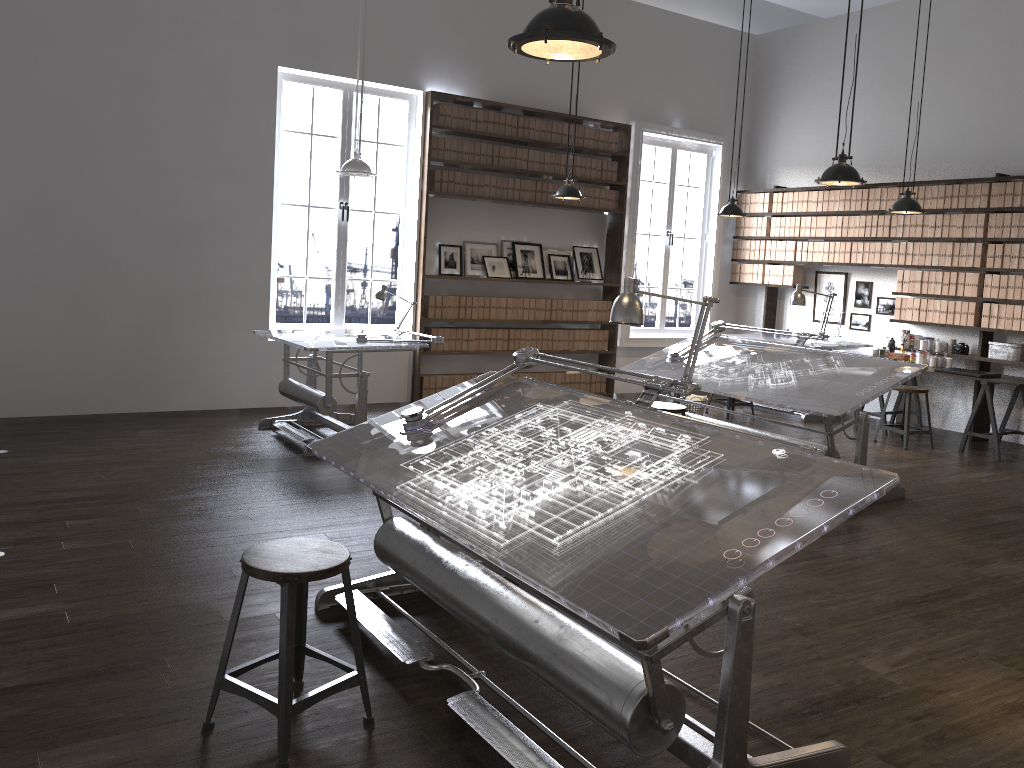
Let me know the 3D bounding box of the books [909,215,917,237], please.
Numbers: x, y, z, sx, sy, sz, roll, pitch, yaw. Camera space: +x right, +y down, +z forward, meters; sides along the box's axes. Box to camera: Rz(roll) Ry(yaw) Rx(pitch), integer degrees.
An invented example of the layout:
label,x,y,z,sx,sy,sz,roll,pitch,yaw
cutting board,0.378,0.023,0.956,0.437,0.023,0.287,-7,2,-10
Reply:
label,x,y,z,sx,sy,sz,roll,pitch,yaw
books,4.025,-1.554,8.767,0.174,0.224,0.067,-1,6,-33

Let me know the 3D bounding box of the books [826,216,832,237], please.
label,x,y,z,sx,sy,sz,roll,pitch,yaw
books,3.492,-1.697,9.596,0.174,0.224,0.067,0,6,-33

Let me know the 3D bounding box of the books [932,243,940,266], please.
label,x,y,z,sx,sy,sz,roll,pitch,yaw
books,4.151,-1.250,8.562,0.174,0.224,0.067,-1,6,-33

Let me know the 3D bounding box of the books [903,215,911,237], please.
label,x,y,z,sx,sy,sz,roll,pitch,yaw
books,3.987,-1.564,8.826,0.174,0.224,0.067,-1,6,-33

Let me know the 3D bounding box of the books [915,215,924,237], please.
label,x,y,z,sx,sy,sz,roll,pitch,yaw
books,4.056,-1.544,8.707,0.174,0.225,0.067,0,6,-33

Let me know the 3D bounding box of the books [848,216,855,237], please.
label,x,y,z,sx,sy,sz,roll,pitch,yaw
books,3.641,-1.657,9.367,0.174,0.224,0.067,0,6,-33

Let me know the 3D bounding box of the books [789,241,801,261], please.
label,x,y,z,sx,sy,sz,roll,pitch,yaw
books,3.225,-1.497,10.001,0.174,0.225,0.067,-1,6,-33

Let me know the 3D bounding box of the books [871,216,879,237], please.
label,x,y,z,sx,sy,sz,roll,pitch,yaw
books,3.788,-1.617,9.132,0.174,0.224,0.067,-1,6,-33

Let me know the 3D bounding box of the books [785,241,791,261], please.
label,x,y,z,sx,sy,sz,roll,pitch,yaw
books,3.195,-1.506,10.056,0.174,0.224,0.067,0,6,-33

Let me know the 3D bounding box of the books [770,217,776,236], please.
label,x,y,z,sx,sy,sz,roll,pitch,yaw
books,3.077,-1.807,10.240,0.174,0.224,0.067,0,6,-33

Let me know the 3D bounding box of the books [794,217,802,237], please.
label,x,y,z,sx,sy,sz,roll,pitch,yaw
books,3.262,-1.757,9.948,0.174,0.225,0.067,0,6,-33

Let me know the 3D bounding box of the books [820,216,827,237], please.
label,x,y,z,sx,sy,sz,roll,pitch,yaw
books,3.452,-1.706,9.650,0.174,0.225,0.067,-1,6,-33

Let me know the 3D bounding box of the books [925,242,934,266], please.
label,x,y,z,sx,sy,sz,roll,pitch,yaw
books,4.111,-1.260,8.622,0.174,0.225,0.067,0,6,-33

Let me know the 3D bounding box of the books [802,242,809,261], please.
label,x,y,z,sx,sy,sz,roll,pitch,yaw
books,3.318,-1.466,9.859,0.174,0.225,0.067,-1,6,-33

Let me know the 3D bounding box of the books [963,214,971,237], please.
label,x,y,z,sx,sy,sz,roll,pitch,yaw
books,4.317,-1.475,8.309,0.174,0.224,0.067,0,6,-33

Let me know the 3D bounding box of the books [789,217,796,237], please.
label,x,y,z,sx,sy,sz,roll,pitch,yaw
books,3.227,-1.768,10.013,0.174,0.224,0.067,-1,6,-33

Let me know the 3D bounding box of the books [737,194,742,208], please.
label,x,y,z,sx,sy,sz,roll,pitch,yaw
books,2.792,-2.167,10.680,0.174,0.225,0.067,0,6,-33

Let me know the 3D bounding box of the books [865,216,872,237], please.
label,x,y,z,sx,sy,sz,roll,pitch,yaw
books,3.750,-1.626,9.183,0.174,0.225,0.067,0,6,-33

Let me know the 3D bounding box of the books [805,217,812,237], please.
label,x,y,z,sx,sy,sz,roll,pitch,yaw
books,3.341,-1.736,9.826,0.174,0.224,0.067,-1,6,-33

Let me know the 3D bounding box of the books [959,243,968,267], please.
label,x,y,z,sx,sy,sz,roll,pitch,yaw
books,4.297,-1.211,8.339,0.174,0.224,0.067,-1,6,-33

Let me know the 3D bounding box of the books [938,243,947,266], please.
label,x,y,z,sx,sy,sz,roll,pitch,yaw
books,4.186,-1.241,8.511,0.174,0.224,0.067,-1,6,-33

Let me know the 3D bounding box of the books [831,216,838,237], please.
label,x,y,z,sx,sy,sz,roll,pitch,yaw
books,3.524,-1.687,9.543,0.174,0.224,0.067,0,6,-33

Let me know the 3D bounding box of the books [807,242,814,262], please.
label,x,y,z,sx,sy,sz,roll,pitch,yaw
books,3.359,-1.456,9.802,0.174,0.224,0.067,0,6,-33

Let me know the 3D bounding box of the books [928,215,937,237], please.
label,x,y,z,sx,sy,sz,roll,pitch,yaw
books,4.128,-1.525,8.600,0.174,0.224,0.067,-1,6,-33

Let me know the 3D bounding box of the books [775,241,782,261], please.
label,x,y,z,sx,sy,sz,roll,pitch,yaw
books,3.120,-1.527,10.179,0.174,0.224,0.067,0,6,-33

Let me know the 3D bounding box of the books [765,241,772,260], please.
label,x,y,z,sx,sy,sz,roll,pitch,yaw
books,3.037,-1.547,10.294,0.174,0.224,0.067,-1,6,-33

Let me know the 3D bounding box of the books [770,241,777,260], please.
label,x,y,z,sx,sy,sz,roll,pitch,yaw
books,3.079,-1.537,10.235,0.174,0.224,0.067,-1,6,-33

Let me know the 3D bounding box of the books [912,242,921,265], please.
label,x,y,z,sx,sy,sz,roll,pitch,yaw
books,4.040,-1.281,8.743,0.174,0.224,0.067,-1,6,-33

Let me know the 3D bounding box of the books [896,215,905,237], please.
label,x,y,z,sx,sy,sz,roll,pitch,yaw
books,3.945,-1.574,8.883,0.174,0.224,0.067,0,6,-33

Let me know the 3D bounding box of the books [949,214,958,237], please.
label,x,y,z,sx,sy,sz,roll,pitch,yaw
books,4.245,-1.495,8.424,0.174,0.224,0.067,-1,6,-33

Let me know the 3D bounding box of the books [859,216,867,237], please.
label,x,y,z,sx,sy,sz,roll,pitch,yaw
books,3.712,-1.636,9.244,0.174,0.224,0.067,-1,6,-33

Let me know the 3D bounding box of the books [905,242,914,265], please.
label,x,y,z,sx,sy,sz,roll,pitch,yaw
books,4.000,-1.290,8.799,0.174,0.224,0.067,0,6,-33

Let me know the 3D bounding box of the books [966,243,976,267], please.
label,x,y,z,sx,sy,sz,roll,pitch,yaw
books,4.332,-1.201,8.278,0.174,0.224,0.067,0,6,-33

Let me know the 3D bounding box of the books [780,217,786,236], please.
label,x,y,z,sx,sy,sz,roll,pitch,yaw
books,3.152,-1.786,10.117,0.174,0.225,0.067,-1,6,-33

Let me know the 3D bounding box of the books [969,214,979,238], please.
label,x,y,z,sx,sy,sz,roll,pitch,yaw
books,4.349,-1.466,8.255,0.174,0.224,0.067,0,6,-33

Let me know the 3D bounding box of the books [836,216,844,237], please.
label,x,y,z,sx,sy,sz,roll,pitch,yaw
books,3.561,-1.677,9.481,0.174,0.225,0.067,-1,6,-33

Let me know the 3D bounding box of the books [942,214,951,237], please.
label,x,y,z,sx,sy,sz,roll,pitch,yaw
books,4.206,-1.505,8.482,0.174,0.224,0.067,-1,6,-33

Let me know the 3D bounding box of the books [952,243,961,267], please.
label,x,y,z,sx,sy,sz,roll,pitch,yaw
books,4.259,-1.222,8.399,0.174,0.224,0.067,-1,6,-33

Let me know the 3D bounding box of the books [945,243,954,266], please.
label,x,y,z,sx,sy,sz,roll,pitch,yaw
books,4.218,-1.231,8.452,0.174,0.225,0.067,0,6,-33

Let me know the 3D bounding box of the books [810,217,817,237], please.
label,x,y,z,sx,sy,sz,roll,pitch,yaw
books,3.383,-1.726,9.769,0.174,0.224,0.067,0,6,-33

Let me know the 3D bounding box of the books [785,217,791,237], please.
label,x,y,z,sx,sy,sz,roll,pitch,yaw
books,3.190,-1.777,10.066,0.174,0.224,0.067,0,6,-33

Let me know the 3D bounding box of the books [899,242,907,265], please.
label,x,y,z,sx,sy,sz,roll,pitch,yaw
books,3.958,-1.301,8.858,0.174,0.224,0.067,0,6,-33

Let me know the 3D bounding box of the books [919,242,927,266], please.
label,x,y,z,sx,sy,sz,roll,pitch,yaw
books,4.076,-1.270,8.683,0.174,0.224,0.067,-1,6,-33

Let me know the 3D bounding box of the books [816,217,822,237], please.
label,x,y,z,sx,sy,sz,roll,pitch,yaw
books,3.421,-1.716,9.709,0.174,0.224,0.067,0,6,-33

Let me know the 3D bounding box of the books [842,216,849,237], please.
label,x,y,z,sx,sy,sz,roll,pitch,yaw
books,3.602,-1.667,9.424,0.174,0.224,0.067,0,6,-33

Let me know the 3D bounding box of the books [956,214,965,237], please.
label,x,y,z,sx,sy,sz,roll,pitch,yaw
books,4.277,-1.485,8.362,0.174,0.225,0.067,-1,6,-33

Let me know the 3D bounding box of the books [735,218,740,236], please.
label,x,y,z,sx,sy,sz,roll,pitch,yaw
books,2.786,-1.891,10.698,0.174,0.224,0.067,-1,6,-33

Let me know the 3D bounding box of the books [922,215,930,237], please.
label,x,y,z,sx,sy,sz,roll,pitch,yaw
books,4.096,-1.535,8.654,0.174,0.224,0.067,-1,6,-33

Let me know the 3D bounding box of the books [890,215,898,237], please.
label,x,y,z,sx,sy,sz,roll,pitch,yaw
books,3.911,-1.585,8.945,0.174,0.224,0.067,0,6,-33

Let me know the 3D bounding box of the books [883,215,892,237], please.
label,x,y,z,sx,sy,sz,roll,pitch,yaw
books,3.866,-1.595,9.005,0.174,0.225,0.067,-1,6,-33

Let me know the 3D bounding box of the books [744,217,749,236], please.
label,x,y,z,sx,sy,sz,roll,pitch,yaw
books,2.861,-1.871,10.577,0.174,0.224,0.067,-1,6,-33

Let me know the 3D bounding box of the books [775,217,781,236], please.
label,x,y,z,sx,sy,sz,roll,pitch,yaw
books,3.113,-1.797,10.178,0.174,0.224,0.067,0,6,-33

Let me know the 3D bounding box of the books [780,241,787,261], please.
label,x,y,z,sx,sy,sz,roll,pitch,yaw
books,3.156,-1.517,10.119,0.174,0.224,0.067,0,6,-33

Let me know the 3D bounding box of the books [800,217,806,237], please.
label,x,y,z,sx,sy,sz,roll,pitch,yaw
books,3.307,-1.746,9.888,0.174,0.224,0.067,-1,6,-33

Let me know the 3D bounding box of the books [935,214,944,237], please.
label,x,y,z,sx,sy,sz,roll,pitch,yaw
books,4.165,-1.515,8.538,0.174,0.225,0.067,0,6,-33

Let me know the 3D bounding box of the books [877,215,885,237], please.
label,x,y,z,sx,sy,sz,roll,pitch,yaw
books,3.831,-1.606,9.070,0.174,0.224,0.067,0,6,-33

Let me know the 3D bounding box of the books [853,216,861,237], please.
label,x,y,z,sx,sy,sz,roll,pitch,yaw
books,3.676,-1.647,9.306,0.174,0.224,0.067,-1,6,-33
